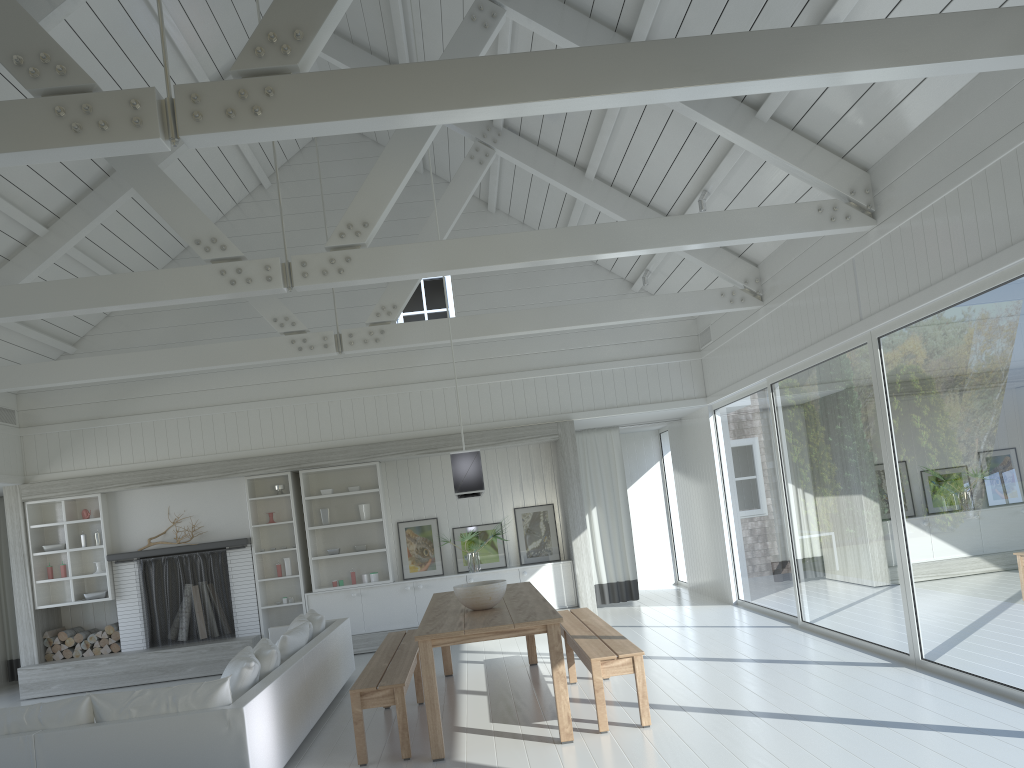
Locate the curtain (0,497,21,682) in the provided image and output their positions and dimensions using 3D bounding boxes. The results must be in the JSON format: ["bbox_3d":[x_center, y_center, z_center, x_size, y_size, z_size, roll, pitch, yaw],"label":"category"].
[{"bbox_3d":[-6.283,2.599,11.313,0.629,2.361,0.117,-7,-2,-4],"label":"curtain"}]

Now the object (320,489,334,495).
[{"bbox_3d":[-2.214,1.300,10.564,0.141,0.066,0.142,-7,-7,-3],"label":"object"}]

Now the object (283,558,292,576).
[{"bbox_3d":[-2.671,2.178,10.511,0.072,0.210,0.071,-7,-3,-4],"label":"object"}]

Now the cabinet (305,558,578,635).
[{"bbox_3d":[-0.836,2.597,10.700,3.179,0.549,0.658,-6,-6,-3],"label":"cabinet"}]

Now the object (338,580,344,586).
[{"bbox_3d":[-2.047,2.379,10.546,0.058,0.061,0.058,-5,-5,-26],"label":"object"}]

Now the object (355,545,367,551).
[{"bbox_3d":[-1.828,1.992,10.698,0.141,0.066,0.142,-7,-7,-3],"label":"object"}]

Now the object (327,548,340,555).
[{"bbox_3d":[-2.128,2.005,10.540,0.141,0.066,0.142,-7,-7,-3],"label":"object"}]

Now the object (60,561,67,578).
[{"bbox_3d":[-5.235,2.160,10.286,0.054,0.195,0.054,-7,-2,-3],"label":"object"}]

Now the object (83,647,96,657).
[{"bbox_3d":[-4.919,3.170,10.475,0.134,0.146,0.552,-7,-8,-4],"label":"object"}]

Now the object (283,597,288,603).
[{"bbox_3d":[-2.701,2.574,10.498,0.054,0.071,0.055,-7,-4,-4],"label":"object"}]

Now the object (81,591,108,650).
[{"bbox_3d":[-4.920,2.786,10.437,0.340,0.640,0.618,-6,-5,-19],"label":"object"}]

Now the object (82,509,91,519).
[{"bbox_3d":[-4.982,1.524,10.313,0.233,0.126,0.059,-13,-6,41],"label":"object"}]

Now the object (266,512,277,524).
[{"bbox_3d":[-2.874,1.601,10.523,0.138,0.129,0.136,-11,-7,39],"label":"object"}]

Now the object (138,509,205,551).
[{"bbox_3d":[-3.913,1.650,10.230,0.780,0.500,0.462,-3,-6,-34],"label":"object"}]

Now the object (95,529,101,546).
[{"bbox_3d":[-4.845,1.796,10.319,0.054,0.195,0.054,-7,-2,-3],"label":"object"}]

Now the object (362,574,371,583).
[{"bbox_3d":[-1.740,2.332,10.591,0.092,0.095,0.090,-10,-6,30],"label":"object"}]

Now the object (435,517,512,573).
[{"bbox_3d":[-0.427,1.915,10.443,0.970,0.627,0.627,-6,-5,-6],"label":"object"}]

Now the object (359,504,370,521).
[{"bbox_3d":[-1.763,1.540,10.577,0.103,0.196,0.102,-10,-4,41],"label":"object"}]

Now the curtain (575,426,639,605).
[{"bbox_3d":[1.099,1.781,11.852,1.005,2.361,0.117,-7,-2,-3],"label":"curtain"}]

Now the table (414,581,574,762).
[{"bbox_3d":[-0.166,2.067,6.786,0.905,0.758,2.973,-7,-8,-4],"label":"table"}]

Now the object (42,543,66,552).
[{"bbox_3d":[-5.336,1.915,10.306,0.241,0.072,0.245,-4,-8,-18],"label":"object"}]

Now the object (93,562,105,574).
[{"bbox_3d":[-4.830,2.147,10.303,0.136,0.129,0.138,-5,-5,-16],"label":"object"}]

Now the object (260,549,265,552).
[{"bbox_3d":[-2.955,1.974,10.435,0.054,0.025,0.055,-7,-7,-3],"label":"object"}]

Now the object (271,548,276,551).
[{"bbox_3d":[-2.840,1.968,10.496,0.054,0.025,0.055,-7,-7,-3],"label":"object"}]

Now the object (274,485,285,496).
[{"bbox_3d":[-2.773,1.268,10.514,0.162,0.123,0.161,-10,-7,29],"label":"object"}]

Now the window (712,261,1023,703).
[{"bbox_3d":[2.819,0.645,5.201,0.080,2.406,11.018,-7,-8,-4],"label":"window"}]

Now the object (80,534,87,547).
[{"bbox_3d":[-5.010,1.814,10.310,0.054,0.195,0.054,-7,-2,-3],"label":"object"}]

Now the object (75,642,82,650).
[{"bbox_3d":[-5.045,3.076,10.443,0.080,0.079,0.482,-6,-8,-5],"label":"object"}]

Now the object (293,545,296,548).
[{"bbox_3d":[-2.610,1.958,10.617,0.054,0.025,0.055,-7,-7,-3],"label":"object"}]

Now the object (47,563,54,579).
[{"bbox_3d":[-5.385,2.177,10.277,0.054,0.195,0.054,-7,-2,-3],"label":"object"}]

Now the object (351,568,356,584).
[{"bbox_3d":[-1.899,2.294,10.546,0.054,0.195,0.054,-7,-2,-4],"label":"object"}]

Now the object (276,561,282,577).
[{"bbox_3d":[-2.776,2.198,10.507,0.054,0.195,0.054,-7,-2,-4],"label":"object"}]

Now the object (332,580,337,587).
[{"bbox_3d":[-2.115,2.378,10.516,0.054,0.071,0.055,-5,-5,-25],"label":"object"}]

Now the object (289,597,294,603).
[{"bbox_3d":[-2.627,2.570,10.500,0.058,0.061,0.058,-7,-5,-4],"label":"object"}]

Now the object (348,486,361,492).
[{"bbox_3d":[-1.914,1.286,10.722,0.141,0.066,0.142,-7,-7,-3],"label":"object"}]

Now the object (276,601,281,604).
[{"bbox_3d":[-2.775,2.606,10.493,0.054,0.025,0.055,-7,-7,-3],"label":"object"}]

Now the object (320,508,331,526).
[{"bbox_3d":[-2.228,1.593,10.551,0.102,0.196,0.103,-7,-3,-3],"label":"object"}]

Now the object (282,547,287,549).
[{"bbox_3d":[-2.725,1.963,10.556,0.054,0.025,0.055,-7,-7,-3],"label":"object"}]

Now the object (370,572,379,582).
[{"bbox_3d":[-1.644,2.303,10.528,0.086,0.111,0.085,-10,-5,32],"label":"object"}]

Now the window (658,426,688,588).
[{"bbox_3d":[2.452,1.839,13.227,0.037,2.418,0.951,-7,-3,-4],"label":"window"}]
